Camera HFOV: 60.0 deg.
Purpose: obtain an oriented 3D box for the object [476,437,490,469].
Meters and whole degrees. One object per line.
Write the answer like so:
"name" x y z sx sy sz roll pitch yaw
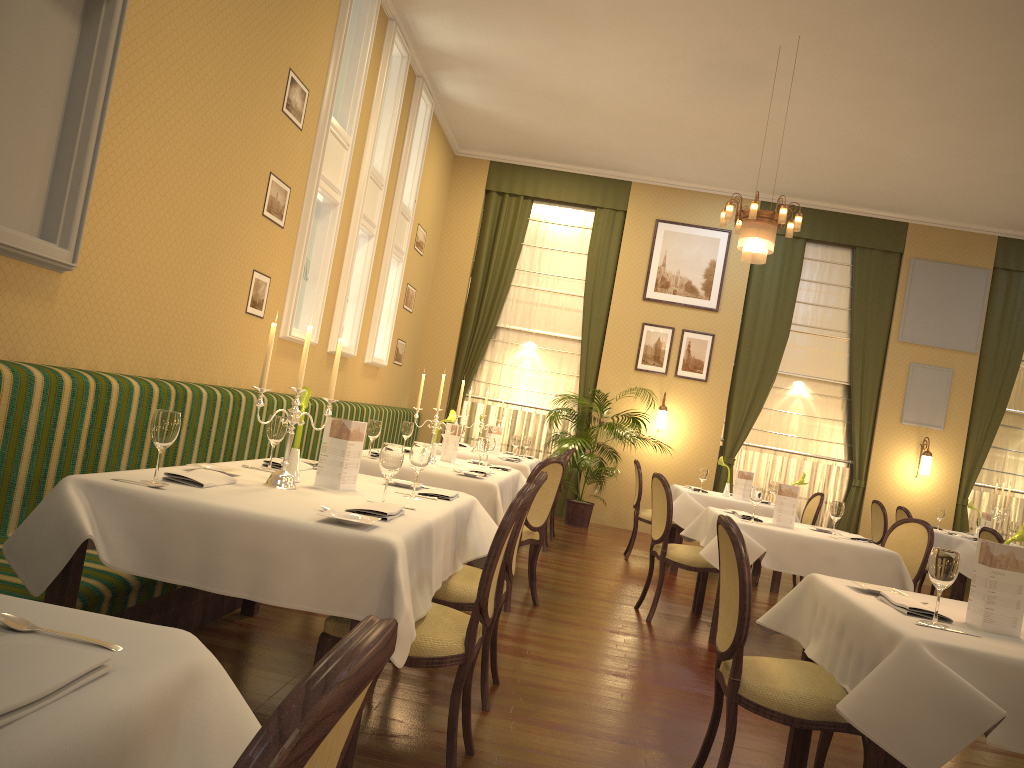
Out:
"object" -0.205 0.468 5.844 0.088 0.229 0.088 12 -3 -37

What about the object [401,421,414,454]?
"object" -0.771 0.390 6.441 0.088 0.229 0.088 12 -3 -42

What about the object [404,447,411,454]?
"object" -0.760 0.502 6.641 0.142 0.033 0.273 10 -2 5

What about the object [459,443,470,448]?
"object" -0.524 0.642 9.326 0.142 0.033 0.273 10 -2 5

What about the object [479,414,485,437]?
"object" -0.314 0.485 8.832 0.076 0.375 0.163 10 -2 -8

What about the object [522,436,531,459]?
"object" 0.139 0.645 8.992 0.088 0.229 0.088 12 -3 -37

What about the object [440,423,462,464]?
"object" -0.414 0.426 6.306 0.081 0.277 0.166 11 -2 -33

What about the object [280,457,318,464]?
"object" -1.002 0.373 4.221 0.160 0.024 0.160 10 -2 5

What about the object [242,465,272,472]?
"object" -1.025 0.354 3.663 0.185 0.010 0.017 10 -2 7

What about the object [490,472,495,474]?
"object" -0.207 0.582 5.942 0.185 0.010 0.017 10 -2 6

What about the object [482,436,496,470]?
"object" -0.172 0.491 6.318 0.088 0.229 0.088 12 -3 -37

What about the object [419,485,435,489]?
"object" -0.354 0.487 4.120 0.181 0.015 0.038 10 -2 7

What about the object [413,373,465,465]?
"object" -0.500 0.206 5.897 0.390 0.655 0.131 9 -2 20

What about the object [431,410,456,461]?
"object" -0.488 0.354 6.105 0.163 0.375 0.076 9 -2 27

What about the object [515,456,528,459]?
"object" 0.069 0.747 9.091 0.185 0.010 0.017 10 -2 6

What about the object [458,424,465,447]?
"object" -0.536 0.531 9.127 0.088 0.229 0.088 12 -3 -37

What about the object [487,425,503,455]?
"object" -0.200 0.559 8.891 0.166 0.277 0.081 9 -2 22

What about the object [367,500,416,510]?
"object" -0.443 0.442 3.252 0.185 0.010 0.017 10 -2 6

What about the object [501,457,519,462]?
"object" -0.014 0.686 8.017 0.160 0.024 0.160 10 -2 5

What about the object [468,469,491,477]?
"object" -0.216 0.561 5.649 0.142 0.033 0.273 10 -2 5

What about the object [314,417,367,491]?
"object" -0.662 0.278 3.477 0.166 0.277 0.081 11 -2 -23

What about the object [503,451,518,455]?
"object" -0.024 0.736 9.396 0.160 0.024 0.160 10 -2 5

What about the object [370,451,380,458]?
"object" -0.808 0.458 5.672 0.142 0.033 0.273 10 -2 5

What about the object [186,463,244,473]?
"object" -1.102 0.321 3.291 0.160 0.024 0.160 10 -2 5

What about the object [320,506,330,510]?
"object" -0.521 0.409 2.801 0.181 0.015 0.038 10 -2 7

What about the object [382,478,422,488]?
"object" -0.495 0.455 4.021 0.160 0.024 0.160 10 -2 5

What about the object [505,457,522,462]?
"object" 0.019 0.701 8.335 0.142 0.033 0.273 10 -2 5

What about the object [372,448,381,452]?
"object" -0.866 0.461 5.981 0.160 0.024 0.160 10 -2 5

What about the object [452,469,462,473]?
"object" -0.285 0.550 5.491 0.181 0.015 0.038 10 -2 7

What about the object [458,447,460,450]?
"object" -0.572 0.598 8.358 0.142 0.033 0.273 10 -2 5

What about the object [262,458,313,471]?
"object" -0.995 0.361 3.951 0.142 0.033 0.273 10 -2 5

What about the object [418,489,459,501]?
"object" -0.320 0.482 3.898 0.142 0.024 0.273 10 -2 5

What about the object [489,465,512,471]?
"object" -0.084 0.623 6.588 0.142 0.024 0.273 10 -2 5

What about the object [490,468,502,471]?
"object" -0.166 0.607 6.406 0.185 0.010 0.017 10 -2 6

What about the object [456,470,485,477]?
"object" -0.250 0.546 5.331 0.160 0.024 0.160 10 -2 5

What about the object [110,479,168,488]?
"object" -1.129 0.298 2.685 0.181 0.015 0.038 10 -2 7

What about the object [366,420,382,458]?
"object" -0.861 0.338 5.466 0.088 0.229 0.088 12 -3 -37

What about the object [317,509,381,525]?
"object" -0.486 0.405 2.641 0.160 0.024 0.160 10 -2 5

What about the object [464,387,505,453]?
"object" -0.279 0.341 8.504 0.390 0.655 0.131 10 -2 11

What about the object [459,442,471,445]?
"object" -0.531 0.654 9.597 0.160 0.024 0.160 10 -2 5

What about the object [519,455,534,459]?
"object" 0.152 0.763 9.274 0.142 0.024 0.273 10 -2 5

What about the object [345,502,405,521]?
"object" -0.452 0.420 2.959 0.142 0.033 0.273 10 -2 5

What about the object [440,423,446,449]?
"object" -0.626 0.479 8.152 0.088 0.229 0.088 12 -3 -37

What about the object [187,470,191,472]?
"object" -1.069 0.328 3.161 0.185 0.010 0.017 10 -2 7

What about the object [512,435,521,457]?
"object" 0.031 0.608 8.529 0.088 0.229 0.088 12 -3 -37

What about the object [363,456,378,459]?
"object" -0.893 0.438 5.375 0.181 0.015 0.038 10 -2 7

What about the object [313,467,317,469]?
"object" -0.967 0.379 4.115 0.181 0.015 0.038 10 -2 7

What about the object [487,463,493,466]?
"object" -0.118 0.628 6.810 0.181 0.015 0.038 10 -2 7

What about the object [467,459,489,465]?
"object" -0.259 0.595 6.711 0.160 0.024 0.160 10 -2 5

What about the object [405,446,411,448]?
"object" -0.766 0.513 6.912 0.160 0.024 0.160 10 -2 5

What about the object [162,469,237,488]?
"object" -1.044 0.317 2.982 0.142 0.033 0.273 10 -2 5

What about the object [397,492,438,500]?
"object" -0.402 0.466 3.716 0.185 0.010 0.017 10 -2 6
